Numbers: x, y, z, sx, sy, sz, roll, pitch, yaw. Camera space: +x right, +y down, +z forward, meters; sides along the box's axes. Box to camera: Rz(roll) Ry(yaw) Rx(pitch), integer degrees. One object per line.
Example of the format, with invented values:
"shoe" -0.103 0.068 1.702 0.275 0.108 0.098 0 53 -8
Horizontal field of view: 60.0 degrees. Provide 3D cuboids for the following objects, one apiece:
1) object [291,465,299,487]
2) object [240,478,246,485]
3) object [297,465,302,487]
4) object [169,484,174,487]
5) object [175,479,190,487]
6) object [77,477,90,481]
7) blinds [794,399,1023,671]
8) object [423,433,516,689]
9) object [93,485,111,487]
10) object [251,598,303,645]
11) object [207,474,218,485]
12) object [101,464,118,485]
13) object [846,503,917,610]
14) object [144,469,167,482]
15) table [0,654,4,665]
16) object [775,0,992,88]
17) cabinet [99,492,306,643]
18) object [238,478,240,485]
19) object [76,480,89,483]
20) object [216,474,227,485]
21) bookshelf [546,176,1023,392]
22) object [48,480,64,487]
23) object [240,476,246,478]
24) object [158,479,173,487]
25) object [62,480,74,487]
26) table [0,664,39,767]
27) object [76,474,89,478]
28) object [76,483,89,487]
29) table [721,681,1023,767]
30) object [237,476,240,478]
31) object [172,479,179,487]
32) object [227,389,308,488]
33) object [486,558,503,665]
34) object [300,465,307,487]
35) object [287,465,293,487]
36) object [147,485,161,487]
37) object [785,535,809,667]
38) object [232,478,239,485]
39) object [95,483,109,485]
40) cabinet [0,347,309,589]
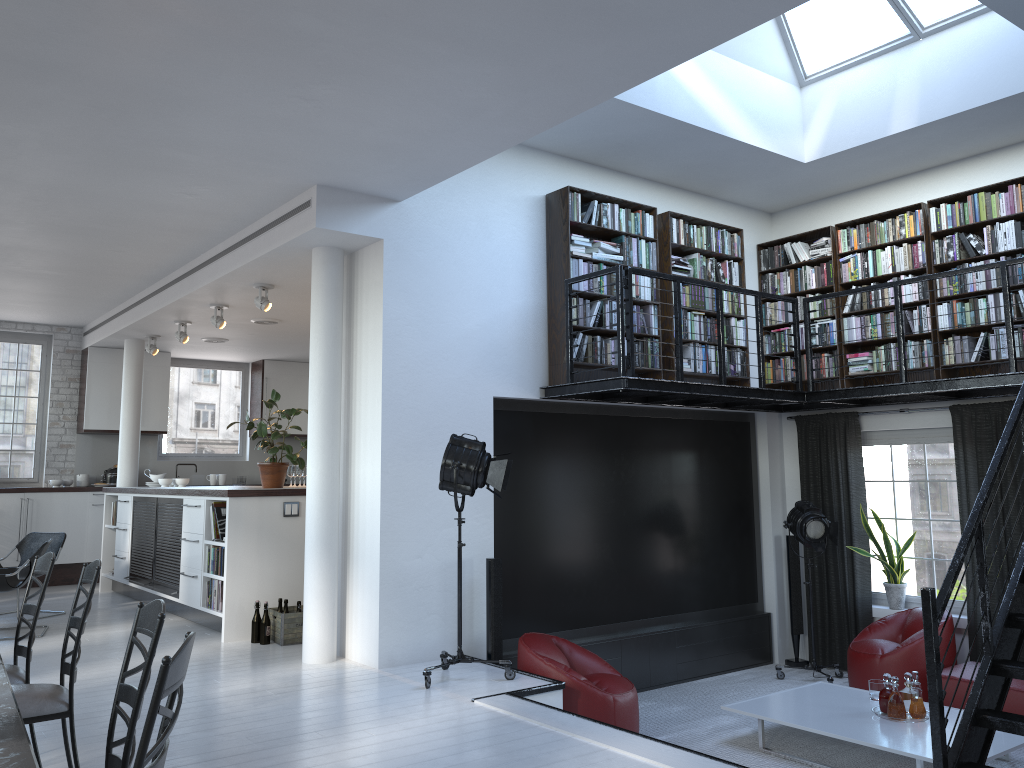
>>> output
"object" -2.231 0.946 9.107 0.082 0.224 0.082 0 -8 -4
"object" -3.833 1.390 12.618 0.094 0.098 0.093 2 -8 -20
"object" -2.206 0.958 9.224 0.082 0.224 0.082 -3 -8 17
"object" -4.016 1.189 10.407 0.235 0.041 0.235 5 -8 -41
"object" -3.750 1.122 10.074 0.156 0.093 0.156 2 -7 -22
"object" -5.590 1.247 11.542 0.153 0.063 0.152 0 -6 -8
"blinds" 3.570 1.383 7.673 0.125 2.398 2.500 6 -9 -37
"object" -0.254 1.114 5.799 0.544 1.587 0.608 -1 -8 7
"object" -5.264 1.306 11.376 0.261 0.028 0.261 -6 -8 40
"object" -1.796 1.892 7.095 0.556 0.326 0.287 1 -7 -10
"object" -4.147 1.328 12.278 0.138 0.153 0.108 6 -10 -42
"object" -5.208 1.207 11.716 0.413 0.292 0.277 5 -9 -37
"object" 3.253 1.546 8.000 0.525 0.944 0.551 3 -8 -26
"object" -4.275 1.109 10.624 0.269 0.174 0.130 0 -7 -8
"table" -2.570 1.330 3.444 0.890 0.700 1.989 4 -8 -32
"object" 2.805 -3.087 6.758 1.183 0.637 2.214 4 -8 -37
"cabinet" -2.985 1.692 9.158 1.498 1.177 4.156 5 -8 -37
"object" -3.896 1.399 12.701 0.094 0.098 0.093 -6 -9 36
"object" -5.589 1.277 11.539 0.153 0.074 0.152 4 -8 -34
"object" -4.018 1.326 12.273 0.109 0.153 0.137 -2 -7 13
"bookshelf" 2.874 -0.894 6.477 3.084 1.624 4.461 4 -8 -37
"object" -5.740 1.255 11.164 0.156 0.093 0.156 5 -8 -38
"object" -3.833 1.360 12.623 0.094 0.098 0.093 2 -8 -20
"object" -3.925 1.120 10.036 0.156 0.093 0.156 4 -8 -37
"object" -5.686 1.271 11.321 0.156 0.093 0.156 -5 -8 33
"table" -1.494 1.148 1.774 0.890 0.700 1.989 4 -8 -32
"object" -5.592 1.214 11.548 0.154 0.075 0.152 -3 -7 20
"object" -5.588 1.312 11.537 0.153 0.056 0.152 -1 -6 6
"table" 2.399 2.287 5.752 1.163 0.245 1.659 4 -8 -37
"object" -3.896 1.369 12.705 0.094 0.098 0.093 -6 -9 36
"object" -3.856 1.137 10.213 0.156 0.093 0.156 -6 -8 38
"object" -2.180 0.492 8.021 0.774 0.895 0.435 -3 -8 20
"object" -0.141 1.882 6.391 0.157 1.227 0.157 -6 -10 33
"object" -2.144 0.949 9.145 0.082 0.224 0.082 3 -9 -23
"object" -2.288 0.954 9.183 0.082 0.224 0.082 -3 -8 19
"object" -4.249 1.218 10.613 0.261 0.028 0.261 -6 -8 41
"object" 2.717 2.081 8.543 0.157 1.227 0.157 3 -9 -22
"object" -3.919 1.384 12.558 0.094 0.098 0.093 -6 -9 36
"object" -5.271 1.290 11.378 0.138 0.044 0.136 -2 -6 15
"cabinet" -3.498 0.764 9.085 7.216 3.017 7.275 4 -8 -37
